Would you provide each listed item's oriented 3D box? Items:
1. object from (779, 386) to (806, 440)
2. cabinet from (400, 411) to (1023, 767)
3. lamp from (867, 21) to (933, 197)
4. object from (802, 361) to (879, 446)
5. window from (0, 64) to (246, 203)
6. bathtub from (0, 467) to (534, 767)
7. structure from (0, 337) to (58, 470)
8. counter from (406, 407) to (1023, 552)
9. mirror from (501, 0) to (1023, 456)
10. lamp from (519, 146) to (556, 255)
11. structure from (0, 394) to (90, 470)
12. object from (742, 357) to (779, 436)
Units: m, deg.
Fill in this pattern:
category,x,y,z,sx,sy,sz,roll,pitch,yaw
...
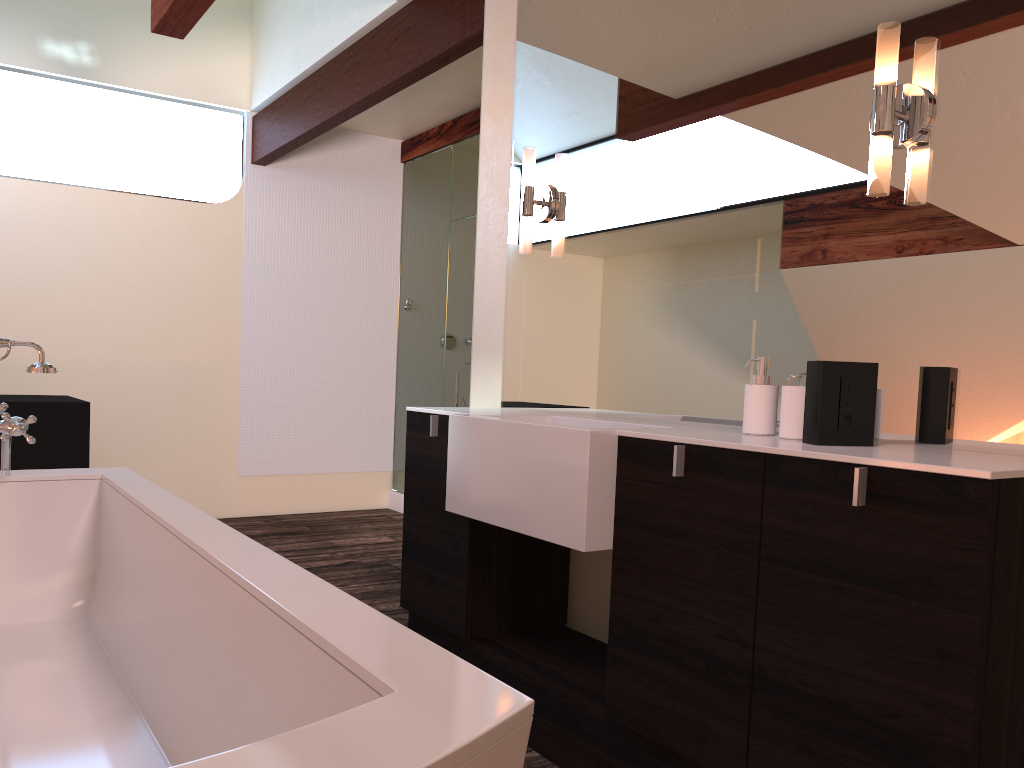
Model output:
category,x,y,z,sx,sy,sz,roll,pitch,yaw
object,0.600,0.066,1.855,0.073,0.123,0.073,0,3,-38
cabinet,0.301,0.588,2.159,0.386,0.924,1.852,0,2,-33
lamp,0.750,-0.598,1.759,0.083,0.366,0.131,0,3,-33
object,0.633,0.042,1.712,0.116,0.178,0.067,2,3,-11
window,-1.574,-1.490,3.453,2.108,0.677,3.512,2,1,-33
bathtub,-0.864,0.641,1.463,0.799,0.695,2.212,1,1,-33
structure,-1.362,0.426,2.261,0.384,1.122,0.552,1,3,-19
counter,0.290,0.261,2.126,0.442,0.296,1.852,1,1,-34
mirror,0.889,-0.776,1.635,0.011,1.847,3.228,0,2,-33
lamp,0.066,-0.638,2.793,0.083,0.366,0.131,0,3,-33
structure,-2.518,0.499,4.149,0.869,0.862,0.799,1,2,-33
object,0.549,0.029,1.964,0.080,0.191,0.073,2,3,7
